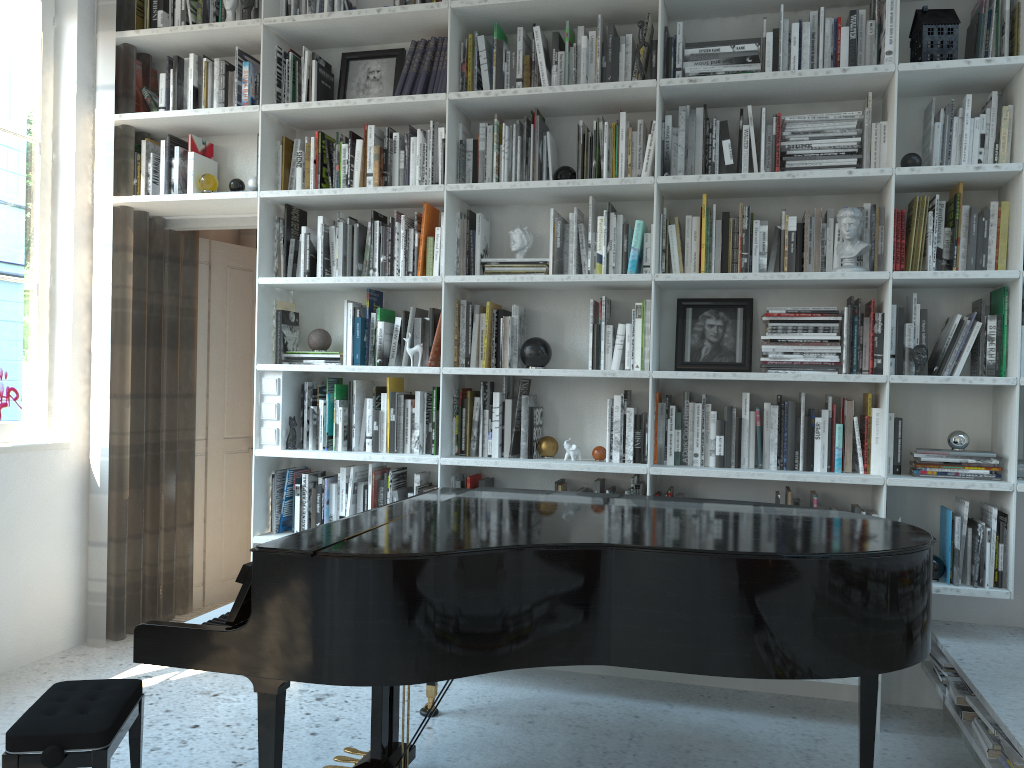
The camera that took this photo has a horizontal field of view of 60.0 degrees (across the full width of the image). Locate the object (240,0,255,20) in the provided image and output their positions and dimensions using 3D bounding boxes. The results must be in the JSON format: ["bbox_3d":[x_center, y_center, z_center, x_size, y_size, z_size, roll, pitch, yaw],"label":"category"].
[{"bbox_3d":[-1.157,-1.644,3.870,0.067,0.198,0.067,1,1,-33],"label":"object"}]

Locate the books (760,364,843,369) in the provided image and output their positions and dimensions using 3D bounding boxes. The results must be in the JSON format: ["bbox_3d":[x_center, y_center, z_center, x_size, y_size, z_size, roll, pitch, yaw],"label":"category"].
[{"bbox_3d":[1.112,-0.067,3.426,0.285,0.012,0.159,1,0,10],"label":"books"}]

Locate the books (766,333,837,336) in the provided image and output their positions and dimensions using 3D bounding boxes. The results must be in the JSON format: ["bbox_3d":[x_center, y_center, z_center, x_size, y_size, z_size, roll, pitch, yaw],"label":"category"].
[{"bbox_3d":[1.116,-0.186,3.429,0.254,0.012,0.161,1,0,18],"label":"books"}]

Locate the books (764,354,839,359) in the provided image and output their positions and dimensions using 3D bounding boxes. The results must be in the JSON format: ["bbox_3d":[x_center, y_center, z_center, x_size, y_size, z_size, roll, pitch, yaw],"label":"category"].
[{"bbox_3d":[1.113,-0.103,3.426,0.254,0.012,0.161,1,0,10],"label":"books"}]

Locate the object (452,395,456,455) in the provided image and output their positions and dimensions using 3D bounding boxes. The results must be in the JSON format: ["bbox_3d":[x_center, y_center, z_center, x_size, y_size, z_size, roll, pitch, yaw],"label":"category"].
[{"bbox_3d":[-0.222,0.173,3.787,0.012,0.254,0.161,1,0,15],"label":"object"}]

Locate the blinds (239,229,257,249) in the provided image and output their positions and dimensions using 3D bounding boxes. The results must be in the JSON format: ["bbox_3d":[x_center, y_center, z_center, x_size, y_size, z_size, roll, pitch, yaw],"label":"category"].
[{"bbox_3d":[-1.442,-0.433,5.449,0.140,3.231,0.776,1,1,15],"label":"blinds"}]

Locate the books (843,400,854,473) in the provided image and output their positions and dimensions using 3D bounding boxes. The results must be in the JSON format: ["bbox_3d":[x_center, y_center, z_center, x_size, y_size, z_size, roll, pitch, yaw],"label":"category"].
[{"bbox_3d":[1.277,0.197,3.385,0.026,0.272,0.175,1,0,15],"label":"books"}]

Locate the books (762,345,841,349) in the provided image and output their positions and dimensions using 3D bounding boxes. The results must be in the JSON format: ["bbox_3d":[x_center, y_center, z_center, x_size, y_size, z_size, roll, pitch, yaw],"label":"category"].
[{"bbox_3d":[1.116,-0.138,3.432,0.285,0.012,0.159,1,0,17],"label":"books"}]

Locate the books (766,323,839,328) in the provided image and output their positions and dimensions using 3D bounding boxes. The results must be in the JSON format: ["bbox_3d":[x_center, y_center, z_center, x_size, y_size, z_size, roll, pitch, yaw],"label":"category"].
[{"bbox_3d":[1.117,-0.223,3.429,0.254,0.012,0.161,1,0,12],"label":"books"}]

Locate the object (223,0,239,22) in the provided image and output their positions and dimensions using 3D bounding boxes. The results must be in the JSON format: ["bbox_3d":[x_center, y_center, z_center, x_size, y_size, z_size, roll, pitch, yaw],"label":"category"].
[{"bbox_3d":[-1.235,-1.646,3.891,0.067,0.198,0.067,1,1,-33],"label":"object"}]

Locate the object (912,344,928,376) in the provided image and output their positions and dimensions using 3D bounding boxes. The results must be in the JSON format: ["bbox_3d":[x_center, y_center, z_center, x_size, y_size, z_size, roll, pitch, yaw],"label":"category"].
[{"bbox_3d":[1.461,-0.085,3.173,0.054,0.113,0.079,1,0,13],"label":"object"}]

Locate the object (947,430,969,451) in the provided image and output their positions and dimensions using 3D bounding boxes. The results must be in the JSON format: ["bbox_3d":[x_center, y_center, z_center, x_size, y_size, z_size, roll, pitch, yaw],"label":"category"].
[{"bbox_3d":[1.609,0.203,3.197,0.071,0.072,0.071,1,0,-27],"label":"object"}]

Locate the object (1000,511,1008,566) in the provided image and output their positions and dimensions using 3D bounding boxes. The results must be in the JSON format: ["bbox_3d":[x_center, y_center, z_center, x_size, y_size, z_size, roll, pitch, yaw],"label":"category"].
[{"bbox_3d":[1.757,0.587,3.181,0.011,0.260,0.142,1,0,15],"label":"object"}]

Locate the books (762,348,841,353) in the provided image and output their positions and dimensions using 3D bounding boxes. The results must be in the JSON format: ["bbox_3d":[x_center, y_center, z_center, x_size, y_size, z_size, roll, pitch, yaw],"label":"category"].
[{"bbox_3d":[1.116,-0.126,3.434,0.285,0.012,0.159,1,0,16],"label":"books"}]

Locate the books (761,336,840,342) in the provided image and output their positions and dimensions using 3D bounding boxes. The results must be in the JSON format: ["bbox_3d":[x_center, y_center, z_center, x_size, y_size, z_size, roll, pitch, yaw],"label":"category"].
[{"bbox_3d":[1.115,-0.174,3.424,0.285,0.012,0.159,1,0,20],"label":"books"}]

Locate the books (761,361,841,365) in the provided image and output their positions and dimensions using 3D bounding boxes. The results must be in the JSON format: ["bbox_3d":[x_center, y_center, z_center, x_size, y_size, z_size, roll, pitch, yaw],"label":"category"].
[{"bbox_3d":[1.115,-0.079,3.435,0.285,0.012,0.159,1,0,14],"label":"books"}]

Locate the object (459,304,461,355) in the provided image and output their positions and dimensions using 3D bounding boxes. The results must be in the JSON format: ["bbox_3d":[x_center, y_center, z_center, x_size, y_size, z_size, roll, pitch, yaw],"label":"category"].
[{"bbox_3d":[-0.200,-0.201,3.792,0.012,0.270,0.130,1,0,15],"label":"object"}]

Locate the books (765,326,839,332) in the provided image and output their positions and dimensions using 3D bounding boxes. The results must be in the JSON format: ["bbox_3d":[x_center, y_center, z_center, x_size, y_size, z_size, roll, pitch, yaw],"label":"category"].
[{"bbox_3d":[1.116,-0.211,3.427,0.254,0.012,0.161,1,0,11],"label":"books"}]

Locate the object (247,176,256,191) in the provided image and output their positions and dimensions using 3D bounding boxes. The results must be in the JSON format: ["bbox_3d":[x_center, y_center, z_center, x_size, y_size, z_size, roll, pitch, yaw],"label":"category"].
[{"bbox_3d":[-1.152,-0.896,3.984,0.071,0.072,0.071,1,0,-8],"label":"object"}]

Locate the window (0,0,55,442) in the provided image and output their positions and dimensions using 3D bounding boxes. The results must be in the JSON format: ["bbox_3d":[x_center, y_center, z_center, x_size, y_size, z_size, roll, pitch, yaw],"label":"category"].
[{"bbox_3d":[-2.261,-0.752,2.953,0.073,2.009,1.983,1,0,15],"label":"window"}]

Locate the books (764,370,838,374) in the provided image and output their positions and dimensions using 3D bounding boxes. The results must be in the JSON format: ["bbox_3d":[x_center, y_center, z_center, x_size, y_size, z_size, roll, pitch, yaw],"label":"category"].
[{"bbox_3d":[1.112,-0.043,3.429,0.254,0.012,0.161,1,0,11],"label":"books"}]

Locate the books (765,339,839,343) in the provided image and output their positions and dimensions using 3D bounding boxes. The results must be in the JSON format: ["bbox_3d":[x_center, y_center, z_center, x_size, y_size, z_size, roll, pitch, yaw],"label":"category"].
[{"bbox_3d":[1.115,-0.162,3.425,0.254,0.012,0.161,1,0,10],"label":"books"}]

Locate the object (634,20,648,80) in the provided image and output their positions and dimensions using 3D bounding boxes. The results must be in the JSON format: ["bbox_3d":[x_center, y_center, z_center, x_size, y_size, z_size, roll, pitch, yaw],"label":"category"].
[{"bbox_3d":[0.508,-1.280,3.439,0.075,0.255,0.075,1,1,-7],"label":"object"}]

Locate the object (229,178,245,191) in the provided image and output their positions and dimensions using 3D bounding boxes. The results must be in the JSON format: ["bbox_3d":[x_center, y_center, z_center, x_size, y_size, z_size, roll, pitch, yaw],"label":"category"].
[{"bbox_3d":[-1.250,-0.897,4.031,0.071,0.072,0.071,1,0,-8],"label":"object"}]

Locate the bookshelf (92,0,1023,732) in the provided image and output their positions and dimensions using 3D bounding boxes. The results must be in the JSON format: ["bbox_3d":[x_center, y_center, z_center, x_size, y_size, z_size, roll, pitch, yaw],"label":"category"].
[{"bbox_3d":[1.179,-0.312,3.349,6.296,3.143,0.330,1,1,15],"label":"bookshelf"}]

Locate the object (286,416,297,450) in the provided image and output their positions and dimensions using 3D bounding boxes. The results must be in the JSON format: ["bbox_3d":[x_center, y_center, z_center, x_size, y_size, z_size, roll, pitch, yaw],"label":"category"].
[{"bbox_3d":[-0.951,0.212,3.830,0.045,0.146,0.045,1,1,-37],"label":"object"}]

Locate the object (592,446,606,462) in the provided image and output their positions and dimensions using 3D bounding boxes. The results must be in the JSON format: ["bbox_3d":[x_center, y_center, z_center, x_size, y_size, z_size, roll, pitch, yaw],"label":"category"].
[{"bbox_3d":[0.354,0.281,3.578,0.061,0.062,0.061,1,0,-27],"label":"object"}]

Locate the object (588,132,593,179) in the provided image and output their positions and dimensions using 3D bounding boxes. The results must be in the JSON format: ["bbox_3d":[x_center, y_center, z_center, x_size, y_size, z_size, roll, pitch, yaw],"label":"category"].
[{"bbox_3d":[0.329,-0.904,3.645,0.010,0.225,0.142,1,0,15],"label":"object"}]

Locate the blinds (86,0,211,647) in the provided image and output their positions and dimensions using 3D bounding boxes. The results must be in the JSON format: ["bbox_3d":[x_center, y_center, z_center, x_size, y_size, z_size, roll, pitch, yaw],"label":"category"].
[{"bbox_3d":[-1.740,-0.442,4.309,0.140,3.231,0.776,1,1,15],"label":"blinds"}]

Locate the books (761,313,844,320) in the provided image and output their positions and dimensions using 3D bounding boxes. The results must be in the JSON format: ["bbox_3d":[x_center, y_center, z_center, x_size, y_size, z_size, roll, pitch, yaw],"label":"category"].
[{"bbox_3d":[1.117,-0.260,3.424,0.285,0.012,0.159,1,0,10],"label":"books"}]

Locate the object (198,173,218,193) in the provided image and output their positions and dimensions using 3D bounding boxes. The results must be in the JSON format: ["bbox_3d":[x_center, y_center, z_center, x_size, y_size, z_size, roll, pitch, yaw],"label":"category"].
[{"bbox_3d":[-1.374,-0.908,4.013,0.087,0.088,0.086,1,0,-27],"label":"object"}]

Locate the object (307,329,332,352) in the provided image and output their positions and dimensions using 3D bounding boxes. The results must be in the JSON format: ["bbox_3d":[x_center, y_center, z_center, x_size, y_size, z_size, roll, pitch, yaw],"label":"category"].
[{"bbox_3d":[-0.851,-0.192,3.925,0.105,0.106,0.105,1,0,-8],"label":"object"}]

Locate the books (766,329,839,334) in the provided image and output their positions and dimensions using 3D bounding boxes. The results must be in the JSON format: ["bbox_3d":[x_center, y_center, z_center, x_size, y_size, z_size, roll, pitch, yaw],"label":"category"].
[{"bbox_3d":[1.116,-0.199,3.429,0.254,0.012,0.161,1,0,12],"label":"books"}]

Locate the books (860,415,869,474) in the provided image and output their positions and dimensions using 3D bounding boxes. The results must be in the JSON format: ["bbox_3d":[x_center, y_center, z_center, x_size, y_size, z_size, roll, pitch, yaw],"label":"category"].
[{"bbox_3d":[1.332,0.226,3.360,0.011,0.216,0.166,1,0,15],"label":"books"}]

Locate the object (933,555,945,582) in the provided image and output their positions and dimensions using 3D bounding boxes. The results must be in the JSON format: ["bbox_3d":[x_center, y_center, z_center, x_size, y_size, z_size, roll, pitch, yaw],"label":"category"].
[{"bbox_3d":[1.516,0.664,3.209,0.094,0.095,0.093,1,0,-27],"label":"object"}]

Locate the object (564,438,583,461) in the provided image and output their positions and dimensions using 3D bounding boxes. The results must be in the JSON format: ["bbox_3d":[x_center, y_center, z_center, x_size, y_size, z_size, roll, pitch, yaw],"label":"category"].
[{"bbox_3d":[0.247,0.263,3.582,0.060,0.095,0.078,2,0,31],"label":"object"}]

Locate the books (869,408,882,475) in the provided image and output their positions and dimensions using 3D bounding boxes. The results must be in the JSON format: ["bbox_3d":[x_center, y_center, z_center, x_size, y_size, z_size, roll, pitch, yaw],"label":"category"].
[{"bbox_3d":[1.363,0.212,3.347,0.033,0.246,0.176,1,0,15],"label":"books"}]

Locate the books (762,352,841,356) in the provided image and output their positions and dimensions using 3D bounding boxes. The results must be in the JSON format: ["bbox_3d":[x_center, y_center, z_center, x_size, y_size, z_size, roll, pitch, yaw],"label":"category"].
[{"bbox_3d":[1.116,-0.114,3.437,0.285,0.012,0.159,1,0,15],"label":"books"}]

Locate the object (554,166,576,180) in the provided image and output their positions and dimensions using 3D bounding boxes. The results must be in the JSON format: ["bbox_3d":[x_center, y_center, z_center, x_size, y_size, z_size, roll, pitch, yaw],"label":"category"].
[{"bbox_3d":[0.218,-0.841,3.622,0.097,0.098,0.097,1,0,-27],"label":"object"}]

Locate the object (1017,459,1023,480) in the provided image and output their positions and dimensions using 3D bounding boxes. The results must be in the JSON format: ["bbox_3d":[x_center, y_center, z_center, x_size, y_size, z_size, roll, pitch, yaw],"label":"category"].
[{"bbox_3d":[1.844,0.310,3.218,0.071,0.072,0.071,1,0,-27],"label":"object"}]

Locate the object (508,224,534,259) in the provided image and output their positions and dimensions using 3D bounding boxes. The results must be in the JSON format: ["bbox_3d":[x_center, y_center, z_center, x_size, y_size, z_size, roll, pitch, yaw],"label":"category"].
[{"bbox_3d":[0.035,-0.591,3.712,0.095,0.157,0.121,2,0,28],"label":"object"}]

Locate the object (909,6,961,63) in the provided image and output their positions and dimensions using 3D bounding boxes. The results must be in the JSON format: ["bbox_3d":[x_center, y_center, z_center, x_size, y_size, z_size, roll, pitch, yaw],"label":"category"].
[{"bbox_3d":[1.541,-1.254,3.238,0.135,0.248,0.135,1,0,5],"label":"object"}]

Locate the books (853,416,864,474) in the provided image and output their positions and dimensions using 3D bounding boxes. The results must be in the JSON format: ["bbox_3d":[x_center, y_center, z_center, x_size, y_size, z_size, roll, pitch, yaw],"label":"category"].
[{"bbox_3d":[1.306,0.228,3.366,0.042,0.212,0.169,1,0,15],"label":"books"}]

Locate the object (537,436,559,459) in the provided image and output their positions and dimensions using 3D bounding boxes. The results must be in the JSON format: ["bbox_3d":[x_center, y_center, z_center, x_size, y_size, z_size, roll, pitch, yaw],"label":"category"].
[{"bbox_3d":[0.148,0.262,3.676,0.091,0.092,0.091,1,0,-8],"label":"object"}]

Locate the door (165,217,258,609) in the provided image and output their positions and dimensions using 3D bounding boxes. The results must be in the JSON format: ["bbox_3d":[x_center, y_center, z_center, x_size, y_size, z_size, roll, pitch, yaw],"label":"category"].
[{"bbox_3d":[-1.318,0.197,4.640,0.834,1.981,0.786,1,1,15],"label":"door"}]

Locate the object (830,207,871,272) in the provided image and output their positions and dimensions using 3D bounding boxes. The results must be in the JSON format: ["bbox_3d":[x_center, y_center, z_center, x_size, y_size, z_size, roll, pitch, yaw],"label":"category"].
[{"bbox_3d":[1.241,-0.522,3.254,0.137,0.244,0.138,1,0,-20],"label":"object"}]

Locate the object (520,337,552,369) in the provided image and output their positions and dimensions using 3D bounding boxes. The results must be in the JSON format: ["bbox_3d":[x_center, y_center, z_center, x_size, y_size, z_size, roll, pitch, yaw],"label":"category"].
[{"bbox_3d":[0.099,-0.127,3.676,0.134,0.135,0.133,1,0,-27],"label":"object"}]

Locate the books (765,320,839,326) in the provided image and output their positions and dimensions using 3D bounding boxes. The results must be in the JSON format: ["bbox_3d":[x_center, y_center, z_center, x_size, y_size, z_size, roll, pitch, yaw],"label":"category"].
[{"bbox_3d":[1.117,-0.235,3.426,0.254,0.012,0.161,1,0,11],"label":"books"}]

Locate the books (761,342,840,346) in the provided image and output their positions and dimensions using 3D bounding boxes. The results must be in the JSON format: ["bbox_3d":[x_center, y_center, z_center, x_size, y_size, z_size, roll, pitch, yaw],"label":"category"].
[{"bbox_3d":[1.114,-0.150,3.425,0.285,0.012,0.159,1,0,20],"label":"books"}]

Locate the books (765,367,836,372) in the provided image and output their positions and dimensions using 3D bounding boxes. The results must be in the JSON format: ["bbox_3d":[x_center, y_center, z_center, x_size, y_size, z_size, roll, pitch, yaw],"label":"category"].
[{"bbox_3d":[1.113,-0.055,3.433,0.254,0.012,0.161,1,0,17],"label":"books"}]

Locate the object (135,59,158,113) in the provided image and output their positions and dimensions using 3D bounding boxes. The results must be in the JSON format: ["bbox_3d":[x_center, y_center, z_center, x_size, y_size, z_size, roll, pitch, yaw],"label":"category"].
[{"bbox_3d":[-1.718,-1.350,4.154,0.035,0.295,0.176,1,0,15],"label":"object"}]

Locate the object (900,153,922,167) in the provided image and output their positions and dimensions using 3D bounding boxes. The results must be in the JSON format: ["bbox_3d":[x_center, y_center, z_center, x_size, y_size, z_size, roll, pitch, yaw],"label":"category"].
[{"bbox_3d":[1.455,-0.806,3.233,0.071,0.072,0.071,1,0,-27],"label":"object"}]

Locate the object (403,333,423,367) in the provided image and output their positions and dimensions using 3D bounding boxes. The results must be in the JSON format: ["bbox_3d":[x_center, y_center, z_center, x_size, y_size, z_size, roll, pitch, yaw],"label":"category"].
[{"bbox_3d":[-0.409,-0.140,3.666,0.081,0.140,0.044,1,1,-2],"label":"object"}]

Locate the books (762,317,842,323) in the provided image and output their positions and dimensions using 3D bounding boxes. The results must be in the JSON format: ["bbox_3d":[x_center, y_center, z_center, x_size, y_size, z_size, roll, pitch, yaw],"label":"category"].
[{"bbox_3d":[1.118,-0.248,3.431,0.285,0.012,0.159,1,0,17],"label":"books"}]

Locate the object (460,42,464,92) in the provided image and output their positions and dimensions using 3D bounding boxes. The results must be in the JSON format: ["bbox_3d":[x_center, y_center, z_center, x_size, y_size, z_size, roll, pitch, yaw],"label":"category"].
[{"bbox_3d":[-0.189,-1.295,3.772,0.012,0.254,0.161,1,0,15],"label":"object"}]

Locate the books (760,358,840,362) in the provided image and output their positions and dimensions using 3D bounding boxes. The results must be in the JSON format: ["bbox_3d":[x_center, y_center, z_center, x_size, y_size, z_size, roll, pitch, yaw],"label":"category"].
[{"bbox_3d":[1.113,-0.091,3.425,0.285,0.012,0.159,1,0,20],"label":"books"}]

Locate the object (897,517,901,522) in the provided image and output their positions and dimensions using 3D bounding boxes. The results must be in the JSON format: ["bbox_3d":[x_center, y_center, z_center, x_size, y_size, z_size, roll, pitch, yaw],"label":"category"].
[{"bbox_3d":[1.400,0.596,3.216,0.053,0.225,0.046,2,1,27],"label":"object"}]
